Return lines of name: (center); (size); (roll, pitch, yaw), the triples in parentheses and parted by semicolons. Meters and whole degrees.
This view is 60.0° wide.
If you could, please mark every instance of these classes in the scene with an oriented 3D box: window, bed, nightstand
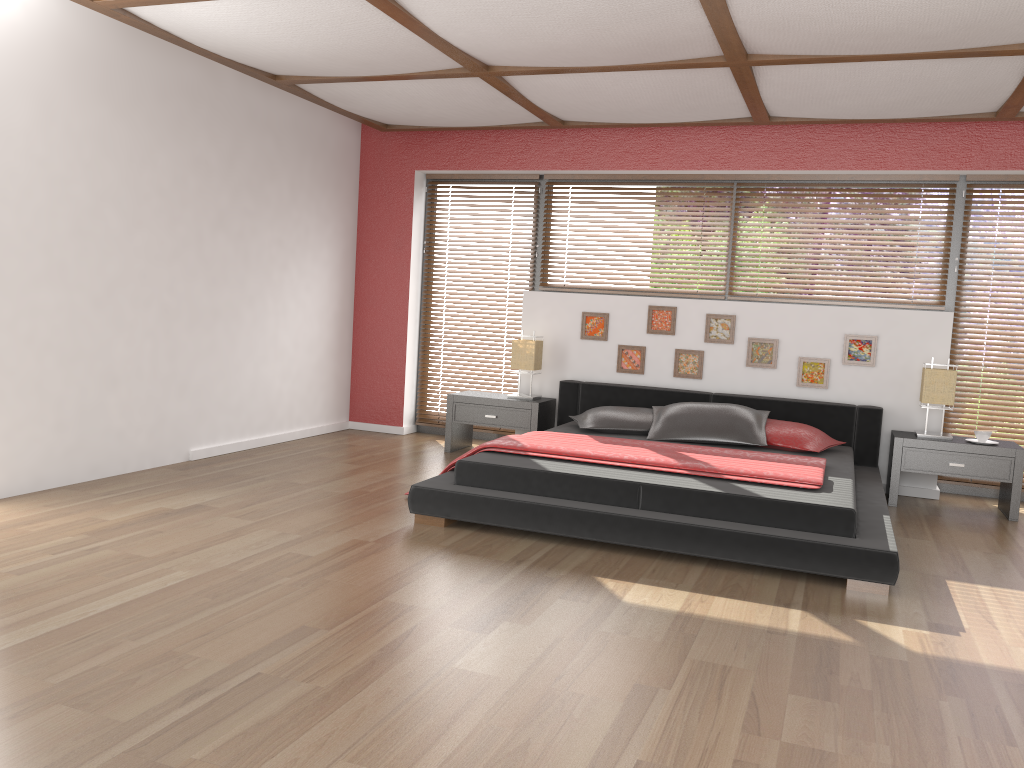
window: (3.380, -0.336, 5.764); (0.889, 1.893, 0.020); (5, 5, 20)
bed: (0.823, 0.396, 5.063); (2.469, 0.577, 2.413); (5, 5, 20)
window: (-0.264, -0.662, 7.119); (0.889, 1.893, 0.020); (5, 5, 20)
nightstand: (-0.085, 0.301, 6.471); (0.700, 0.423, 0.413); (5, 5, 20)
nightstand: (2.695, 0.549, 5.437); (0.700, 0.423, 0.413); (5, 5, 20)
window: (1.591, -1.039, 6.395); (2.817, 0.786, 0.020); (5, 5, 20)

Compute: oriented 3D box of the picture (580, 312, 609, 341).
picture: (0.600, -0.418, 6.430); (0.200, 0.200, 0.010); (5, 5, 20)

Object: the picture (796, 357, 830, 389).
picture: (2.011, -0.075, 5.919); (0.200, 0.200, 0.010); (5, 5, 20)

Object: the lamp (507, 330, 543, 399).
lamp: (0.105, -0.148, 6.414); (0.200, 0.480, 0.200); (5, 5, 20)

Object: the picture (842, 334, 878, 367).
picture: (2.278, -0.220, 5.809); (0.200, 0.200, 0.010); (5, 5, 20)

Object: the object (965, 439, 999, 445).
object: (2.819, 0.348, 5.319); (0.179, 0.012, 0.179); (-1, 7, -44)

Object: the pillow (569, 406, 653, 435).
pillow: (0.766, 0.242, 5.787); (0.745, 0.172, 0.418); (3, 5, -4)

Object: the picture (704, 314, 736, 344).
picture: (1.435, -0.380, 6.117); (0.200, 0.200, 0.010); (5, 5, 20)

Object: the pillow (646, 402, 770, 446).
pillow: (1.218, 0.238, 5.524); (0.744, 0.241, 0.386); (5, 5, 16)

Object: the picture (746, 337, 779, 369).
picture: (1.701, -0.210, 6.027); (0.200, 0.200, 0.010); (5, 5, 20)

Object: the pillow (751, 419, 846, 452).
pillow: (1.637, 0.315, 5.521); (0.745, 0.172, 0.418); (7, 6, 39)

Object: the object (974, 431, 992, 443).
object: (2.820, 0.316, 5.316); (0.099, 0.069, 0.099); (-1, 7, -44)

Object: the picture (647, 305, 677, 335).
picture: (1.056, -0.449, 6.255); (0.200, 0.200, 0.010); (5, 5, 20)

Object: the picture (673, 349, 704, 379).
picture: (1.236, -0.140, 6.207); (0.200, 0.200, 0.010); (5, 5, 20)

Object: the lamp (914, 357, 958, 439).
lamp: (2.625, 0.078, 5.477); (0.200, 0.480, 0.200); (5, 5, 20)

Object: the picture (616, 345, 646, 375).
picture: (0.853, -0.175, 6.350); (0.200, 0.200, 0.010); (5, 5, 20)

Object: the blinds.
blinds: (1.530, -0.460, 6.382); (4.840, 1.952, 0.032); (5, 5, 20)

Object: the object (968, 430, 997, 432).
object: (2.813, 0.278, 5.299); (0.192, 0.007, 0.007); (2, 5, -10)
